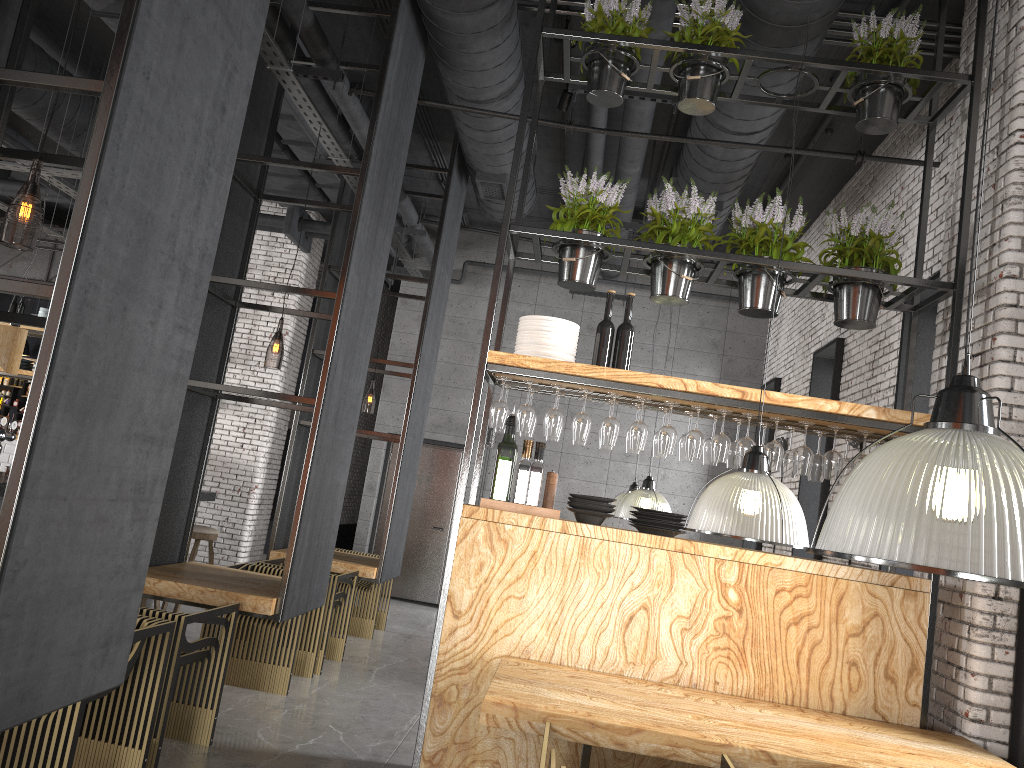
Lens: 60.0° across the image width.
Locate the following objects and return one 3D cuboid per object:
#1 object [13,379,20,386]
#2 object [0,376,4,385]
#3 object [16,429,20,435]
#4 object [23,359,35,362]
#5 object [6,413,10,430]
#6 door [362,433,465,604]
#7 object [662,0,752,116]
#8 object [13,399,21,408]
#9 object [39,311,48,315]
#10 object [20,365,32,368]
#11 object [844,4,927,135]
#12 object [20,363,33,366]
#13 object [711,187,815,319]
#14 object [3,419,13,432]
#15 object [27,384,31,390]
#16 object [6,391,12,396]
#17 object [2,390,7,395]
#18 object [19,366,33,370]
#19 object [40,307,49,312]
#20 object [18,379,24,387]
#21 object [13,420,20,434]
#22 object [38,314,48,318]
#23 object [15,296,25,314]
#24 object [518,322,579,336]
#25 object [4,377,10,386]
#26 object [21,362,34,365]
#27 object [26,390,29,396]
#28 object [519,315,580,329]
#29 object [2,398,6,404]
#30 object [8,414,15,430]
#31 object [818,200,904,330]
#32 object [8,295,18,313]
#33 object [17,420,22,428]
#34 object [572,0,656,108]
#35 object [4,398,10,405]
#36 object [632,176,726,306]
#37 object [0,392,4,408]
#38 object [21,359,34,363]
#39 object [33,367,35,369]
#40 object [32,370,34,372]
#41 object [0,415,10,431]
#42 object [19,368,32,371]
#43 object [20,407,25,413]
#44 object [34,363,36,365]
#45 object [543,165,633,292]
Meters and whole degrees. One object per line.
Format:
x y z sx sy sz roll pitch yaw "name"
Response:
-8.358 -0.104 14.986 0.079 0.281 0.079 8 -8 9 "object"
-8.629 -0.062 14.978 0.079 0.157 0.079 3 -10 35 "object"
-8.241 0.808 14.826 0.092 0.113 0.100 10 -8 -9 "object"
-6.647 -0.346 11.892 0.453 0.062 0.452 6 -8 20 "object"
-8.470 0.622 14.874 0.079 0.281 0.079 7 -9 14 "object"
-1.250 1.759 11.536 1.120 2.109 0.158 8 -8 5 "door"
1.080 -1.825 5.020 0.415 0.560 0.467 15 -10 -36 "object"
-8.326 0.322 14.919 0.100 0.140 0.088 8 -8 6 "object"
-6.270 -0.936 11.960 0.209 0.076 0.209 12 -8 -20 "object"
-6.663 -0.253 11.879 0.454 0.050 0.452 6 -8 25 "object"
2.049 -1.684 4.908 0.416 0.560 0.466 7 -8 15 "object"
-6.662 -0.277 11.881 0.451 0.062 0.454 15 -10 -40 "object"
1.371 -0.655 4.850 0.466 0.560 0.416 15 -10 -38 "object"
-6.501 0.512 11.290 0.181 0.169 0.170 7 -8 15 "object"
-8.116 0.050 14.940 0.092 0.113 0.100 10 -8 -9 "object"
-8.472 0.156 14.932 0.070 0.083 0.070 10 -8 -5 "object"
-8.557 0.143 14.939 0.070 0.083 0.070 10 -8 -5 "object"
-6.669 -0.229 11.875 0.453 0.042 0.453 12 -8 -20 "object"
-6.261 -0.978 11.967 0.210 0.074 0.209 8 -8 10 "object"
-8.266 -0.091 14.978 0.079 0.281 0.079 12 -9 -16 "object"
-6.271 0.558 11.360 0.181 0.169 0.170 11 -8 -15 "object"
-6.280 -0.894 11.956 0.210 0.078 0.209 5 -8 27 "object"
-6.621 -1.026 11.953 0.098 0.472 0.097 5 -9 27 "object"
0.196 -0.276 4.823 0.334 0.044 0.334 12 -8 -24 "object"
-8.522 -0.046 14.968 0.079 0.157 0.079 11 -8 -10 "object"
-6.656 -0.300 11.884 0.453 0.065 0.452 14 -9 -32 "object"
-8.129 0.152 14.925 0.088 0.108 0.106 15 -10 -34 "object"
0.202 -0.314 4.829 0.334 0.039 0.334 12 -8 -21 "object"
-8.571 0.277 14.934 0.088 0.108 0.106 15 -10 -34 "object"
-8.377 0.636 14.866 0.079 0.281 0.079 13 -9 -26 "object"
1.863 -0.587 4.764 0.416 0.560 0.465 5 -9 24 "object"
-6.727 -1.042 11.962 0.098 0.472 0.097 5 -9 27 "object"
-8.224 0.665 14.857 0.100 0.140 0.088 8 -8 6 "object"
0.568 -1.896 5.101 0.466 0.560 0.416 12 -9 -20 "object"
-8.481 0.291 14.926 0.092 0.108 0.104 7 -8 16 "object"
0.898 -0.726 4.885 0.467 0.560 0.415 9 -8 -1 "object"
-6.725 0.187 11.512 0.154 0.405 0.154 8 -8 5 "object"
-6.654 -0.322 11.888 0.454 0.048 0.452 5 -9 32 "object"
-6.259 -0.187 11.842 0.265 0.038 0.264 5 -8 27 "object"
-6.264 -0.147 11.836 0.263 0.026 0.262 3 -10 40 "object"
-7.252 0.588 11.481 1.250 0.553 0.314 8 -8 5 "object"
-6.672 -0.205 11.872 0.453 0.033 0.453 11 -8 -13 "object"
-8.198 0.435 14.887 0.118 0.111 0.085 13 -9 -26 "object"
-6.249 -0.240 11.850 0.265 0.034 0.264 7 -8 18 "object"
0.399 -0.805 4.893 0.415 0.560 0.467 14 -9 -29 "object"
